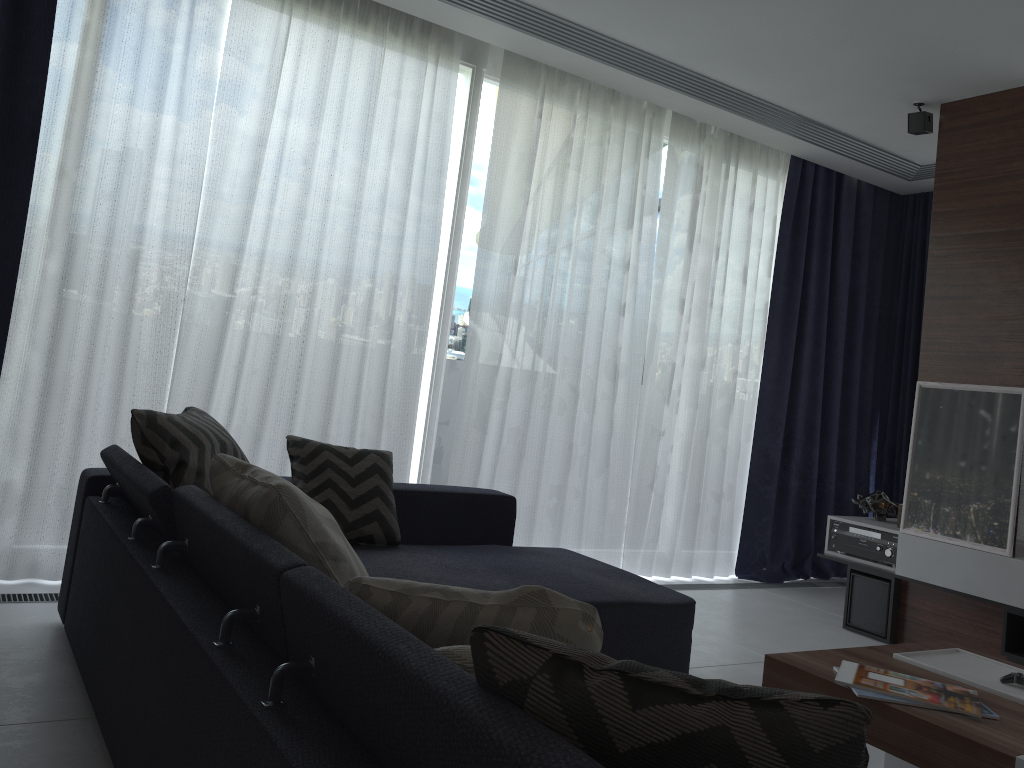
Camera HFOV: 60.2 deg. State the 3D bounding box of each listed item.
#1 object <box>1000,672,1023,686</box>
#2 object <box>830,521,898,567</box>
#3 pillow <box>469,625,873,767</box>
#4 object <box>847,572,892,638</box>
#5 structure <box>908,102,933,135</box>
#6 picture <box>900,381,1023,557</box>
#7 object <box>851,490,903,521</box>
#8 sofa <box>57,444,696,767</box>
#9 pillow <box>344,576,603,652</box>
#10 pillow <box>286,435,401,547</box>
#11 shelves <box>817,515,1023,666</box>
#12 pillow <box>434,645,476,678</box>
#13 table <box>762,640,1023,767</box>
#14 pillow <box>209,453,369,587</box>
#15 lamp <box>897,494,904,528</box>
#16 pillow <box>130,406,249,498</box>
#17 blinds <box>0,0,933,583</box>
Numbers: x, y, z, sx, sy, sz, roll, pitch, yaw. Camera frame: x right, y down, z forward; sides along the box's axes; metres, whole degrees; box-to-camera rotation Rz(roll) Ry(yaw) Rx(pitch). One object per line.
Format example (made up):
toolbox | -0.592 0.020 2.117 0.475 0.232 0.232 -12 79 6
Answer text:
object | 1.297 0.752 2.222 0.070 0.036 0.112 8 -1 -19
object | 1.834 0.789 4.344 0.366 0.151 0.370 8 -1 -32
pillow | 0.156 0.461 0.942 0.416 0.388 0.219 6 -4 28
object | 1.764 1.043 4.186 0.252 0.253 0.213 9 -4 -32
structure | 1.997 -1.289 4.317 0.113 0.143 0.085 10 -5 -42
picture | 1.974 0.349 3.879 0.053 0.705 0.500 11 -5 -32
object | 1.899 0.623 4.514 0.311 0.151 0.136 7 -3 15
sofa | 0.107 0.661 2.197 1.886 0.612 2.877 8 -1 -32
pillow | -0.060 0.465 1.406 0.419 0.354 0.278 7 -3 11
pillow | -0.597 0.385 3.159 0.412 0.347 0.286 8 -4 -27
shelves | 2.501 1.024 3.623 0.867 0.502 2.353 8 -1 -32
pillow | 0.114 0.494 1.180 0.417 0.296 0.327 6 -3 20
table | 1.174 0.924 2.121 0.800 0.355 0.801 8 -1 -32
pillow | -0.473 0.385 1.952 0.340 0.391 0.495 9 -3 -32
lamp | 1.904 0.592 4.240 0.077 0.212 0.152 6 -4 16
pillow | -0.973 0.345 2.736 0.355 0.522 0.595 7 -3 -2
blinds | 1.128 -0.305 1.937 7.093 2.791 5.804 8 -1 -29
